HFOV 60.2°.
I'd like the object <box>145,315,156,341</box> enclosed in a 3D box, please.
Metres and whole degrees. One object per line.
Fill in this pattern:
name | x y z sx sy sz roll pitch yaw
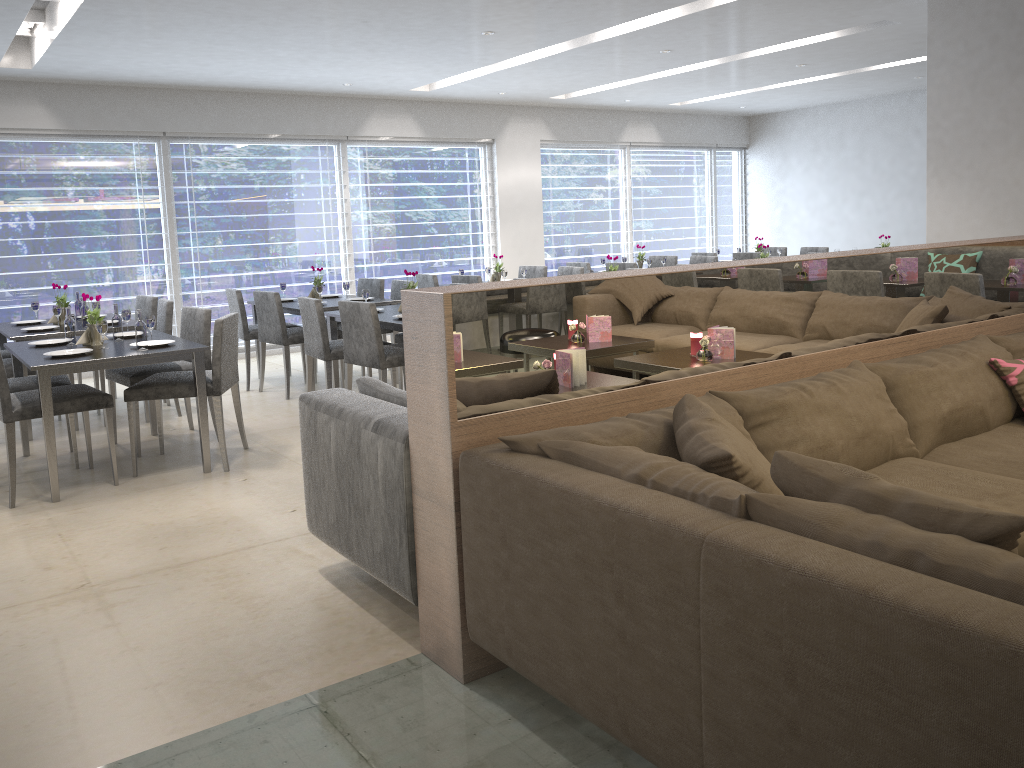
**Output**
object | -1.882 -0.287 4.608 0.053 0.138 0.054 -1 7 13

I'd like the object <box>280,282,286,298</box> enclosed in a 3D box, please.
object | -1.852 -0.753 7.165 0.053 0.138 0.054 -1 7 13

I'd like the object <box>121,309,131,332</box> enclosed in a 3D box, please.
object | -2.212 -0.358 5.081 0.053 0.138 0.054 -1 7 13

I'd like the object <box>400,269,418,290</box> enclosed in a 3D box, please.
object | -0.645 -0.595 5.628 0.104 0.274 0.155 -7 9 -37

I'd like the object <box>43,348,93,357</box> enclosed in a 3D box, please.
object | -2.129 -0.147 4.244 0.217 0.015 0.219 5 13 35

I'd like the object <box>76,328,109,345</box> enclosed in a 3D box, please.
object | -2.203 -0.258 4.636 0.070 0.099 0.205 1 10 25

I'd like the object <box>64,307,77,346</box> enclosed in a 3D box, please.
object | -2.323 -0.304 4.643 0.052 0.199 0.052 -2 6 8

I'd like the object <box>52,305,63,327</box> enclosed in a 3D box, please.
object | -2.915 -0.435 5.673 0.053 0.138 0.054 -1 7 13

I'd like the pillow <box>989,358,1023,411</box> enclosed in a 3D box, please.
pillow | 1.889 0.010 3.159 0.466 0.250 0.181 -10 10 -39

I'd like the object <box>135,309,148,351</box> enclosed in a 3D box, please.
object | -1.800 -0.261 4.287 0.052 0.199 0.052 -2 6 8

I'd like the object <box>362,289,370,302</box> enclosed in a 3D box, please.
object | -0.980 -0.567 5.932 0.053 0.138 0.054 -1 7 13

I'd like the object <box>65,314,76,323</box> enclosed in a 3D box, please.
object | -2.452 -0.318 4.916 0.053 0.138 0.054 -1 7 13

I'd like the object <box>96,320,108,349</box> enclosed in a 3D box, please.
object | -2.052 -0.247 4.433 0.053 0.138 0.054 -1 7 13

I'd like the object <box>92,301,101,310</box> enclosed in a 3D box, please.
object | -2.746 -0.474 5.848 0.053 0.138 0.054 -1 7 13

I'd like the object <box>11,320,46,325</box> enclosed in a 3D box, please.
object | -3.281 -0.417 6.000 0.217 0.015 0.219 4 12 33

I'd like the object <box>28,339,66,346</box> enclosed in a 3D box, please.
object | -2.464 -0.220 4.723 0.217 0.015 0.219 5 13 35

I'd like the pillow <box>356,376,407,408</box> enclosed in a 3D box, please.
pillow | -0.332 0.163 2.938 0.152 0.321 0.577 -7 10 -34

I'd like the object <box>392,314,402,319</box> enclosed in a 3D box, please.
object | -0.607 -0.405 5.295 0.218 0.015 0.218 -9 12 -34

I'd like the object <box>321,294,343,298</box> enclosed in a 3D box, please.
object | -1.494 -0.719 7.234 0.218 0.015 0.218 -9 12 -34

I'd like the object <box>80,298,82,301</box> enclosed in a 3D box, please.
object | -3.076 -0.546 6.320 0.053 0.138 0.054 -1 7 13

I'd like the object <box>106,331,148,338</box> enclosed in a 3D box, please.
object | -2.148 -0.273 4.941 0.217 0.015 0.219 5 13 35

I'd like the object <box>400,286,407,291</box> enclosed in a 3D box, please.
object | -0.740 -0.607 6.097 0.053 0.138 0.054 -1 7 13

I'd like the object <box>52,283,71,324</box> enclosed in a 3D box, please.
object | -2.983 -0.534 5.855 0.104 0.274 0.155 -7 9 -37

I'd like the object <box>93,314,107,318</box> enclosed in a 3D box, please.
object | -2.965 -0.470 6.218 0.217 0.015 0.219 4 12 33

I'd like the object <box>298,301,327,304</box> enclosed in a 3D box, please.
object | -1.475 -0.593 6.537 0.218 0.015 0.218 -9 12 -34

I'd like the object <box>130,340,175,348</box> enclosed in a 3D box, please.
object | -1.813 -0.201 4.462 0.217 0.015 0.219 5 13 35

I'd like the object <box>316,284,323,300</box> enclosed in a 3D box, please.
object | -1.452 -0.683 6.683 0.053 0.138 0.054 -1 7 13

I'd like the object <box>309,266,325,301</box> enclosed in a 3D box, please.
object | -1.513 -0.783 6.870 0.104 0.274 0.155 -7 9 -37

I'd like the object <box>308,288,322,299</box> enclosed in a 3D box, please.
object | -1.550 -0.703 6.929 0.070 0.099 0.205 1 10 25

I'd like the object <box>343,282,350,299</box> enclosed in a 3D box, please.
object | -1.283 -0.722 6.858 0.053 0.138 0.054 -2 7 7

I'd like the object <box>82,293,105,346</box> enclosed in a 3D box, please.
object | -2.166 -0.338 4.577 0.104 0.274 0.155 -7 9 -37

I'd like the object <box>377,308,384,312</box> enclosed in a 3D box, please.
object | -0.942 -0.477 5.774 0.218 0.015 0.218 -9 12 -34

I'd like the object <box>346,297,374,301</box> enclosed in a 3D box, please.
object | -1.159 -0.646 6.755 0.218 0.015 0.218 -9 12 -34

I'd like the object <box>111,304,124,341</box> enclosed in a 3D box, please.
object | -2.119 -0.331 4.743 0.052 0.199 0.052 -2 6 8

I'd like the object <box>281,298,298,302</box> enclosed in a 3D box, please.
object | -1.810 -0.665 7.016 0.218 0.015 0.218 -9 12 -34

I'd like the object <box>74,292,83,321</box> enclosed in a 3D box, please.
object | -2.957 -0.529 6.032 0.052 0.199 0.052 0 7 20

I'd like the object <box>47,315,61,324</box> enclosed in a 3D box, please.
object | -3.020 -0.455 5.914 0.070 0.099 0.205 1 10 25

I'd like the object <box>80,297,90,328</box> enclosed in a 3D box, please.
object | -2.668 -0.449 5.528 0.052 0.199 0.052 0 7 20

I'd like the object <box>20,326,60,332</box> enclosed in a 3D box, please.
object | -2.946 -0.344 5.521 0.217 0.015 0.219 4 12 33

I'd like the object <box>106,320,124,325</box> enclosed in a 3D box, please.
object | -2.630 -0.398 5.740 0.217 0.015 0.219 4 12 33

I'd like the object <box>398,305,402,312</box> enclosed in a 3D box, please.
object | -0.681 -0.515 5.687 0.070 0.099 0.205 1 10 25

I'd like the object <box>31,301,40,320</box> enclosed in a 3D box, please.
object | -3.315 -0.506 6.155 0.053 0.138 0.054 -1 7 13
